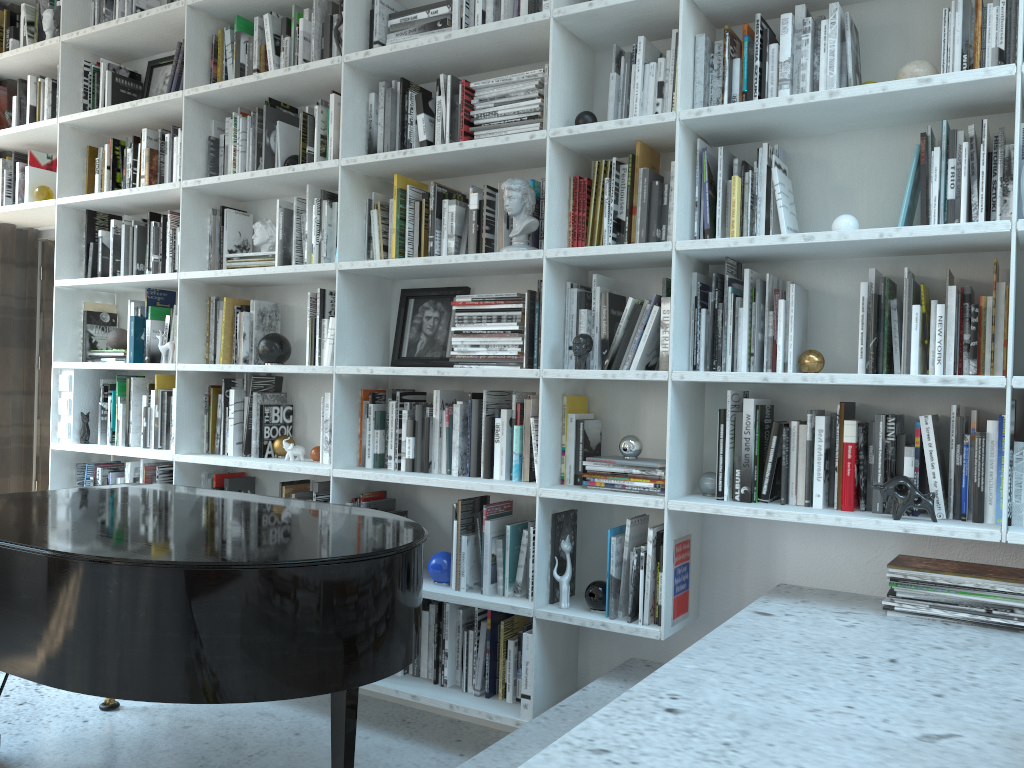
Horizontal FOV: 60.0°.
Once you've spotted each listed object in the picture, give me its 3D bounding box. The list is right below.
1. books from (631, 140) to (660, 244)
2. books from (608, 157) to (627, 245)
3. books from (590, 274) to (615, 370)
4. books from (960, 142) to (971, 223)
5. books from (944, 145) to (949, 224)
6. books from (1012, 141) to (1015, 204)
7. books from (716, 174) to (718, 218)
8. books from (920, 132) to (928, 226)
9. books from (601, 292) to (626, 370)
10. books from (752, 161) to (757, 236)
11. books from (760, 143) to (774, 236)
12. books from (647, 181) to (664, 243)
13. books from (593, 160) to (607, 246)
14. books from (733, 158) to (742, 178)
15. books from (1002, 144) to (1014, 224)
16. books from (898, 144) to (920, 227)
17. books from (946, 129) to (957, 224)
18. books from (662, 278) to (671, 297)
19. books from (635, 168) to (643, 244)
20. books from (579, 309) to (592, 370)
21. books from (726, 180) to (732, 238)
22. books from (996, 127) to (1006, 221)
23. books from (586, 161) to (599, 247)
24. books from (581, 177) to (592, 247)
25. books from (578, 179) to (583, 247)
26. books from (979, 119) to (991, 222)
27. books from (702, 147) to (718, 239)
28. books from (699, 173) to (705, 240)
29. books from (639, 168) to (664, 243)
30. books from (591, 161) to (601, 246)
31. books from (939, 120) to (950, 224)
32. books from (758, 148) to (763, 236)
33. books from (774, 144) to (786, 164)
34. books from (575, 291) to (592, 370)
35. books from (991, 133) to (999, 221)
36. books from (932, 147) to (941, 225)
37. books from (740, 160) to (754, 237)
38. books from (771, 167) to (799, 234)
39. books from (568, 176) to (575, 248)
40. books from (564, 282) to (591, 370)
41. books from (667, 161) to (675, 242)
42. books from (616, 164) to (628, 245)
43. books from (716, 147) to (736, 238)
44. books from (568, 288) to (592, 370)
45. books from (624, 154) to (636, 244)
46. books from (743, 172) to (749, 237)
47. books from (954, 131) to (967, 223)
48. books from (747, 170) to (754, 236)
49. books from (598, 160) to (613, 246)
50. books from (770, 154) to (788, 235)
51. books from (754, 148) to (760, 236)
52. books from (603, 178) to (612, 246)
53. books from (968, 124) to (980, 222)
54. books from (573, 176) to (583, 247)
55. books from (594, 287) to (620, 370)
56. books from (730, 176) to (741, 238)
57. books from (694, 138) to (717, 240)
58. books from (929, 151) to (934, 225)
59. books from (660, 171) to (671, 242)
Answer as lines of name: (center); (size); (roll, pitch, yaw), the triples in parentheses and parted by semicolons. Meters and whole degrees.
books: (0.419, -0.572, 2.779); (0.021, 0.337, 0.169); (2, 0, 31)
books: (0.350, -0.552, 2.814); (0.019, 0.294, 0.163); (2, 0, 31)
books: (0.292, -0.193, 2.854); (0.013, 0.307, 0.141); (2, 0, 31)
books: (1.186, -0.497, 2.314); (0.012, 0.224, 0.178); (2, 0, 31)
books: (1.160, -0.500, 2.354); (0.007, 0.230, 0.146); (2, 0, 31)
books: (1.285, -0.505, 2.260); (0.010, 0.245, 0.158); (2, 0, 31)
books: (0.640, -0.520, 2.663); (0.007, 0.244, 0.145); (2, 0, 31)
books: (1.110, -0.519, 2.372); (0.021, 0.264, 0.174); (2, 0, 31)
books: (0.327, -0.163, 2.844); (0.035, 0.248, 0.141); (2, 0, 31)
books: (0.732, -0.517, 2.601); (0.017, 0.243, 0.132); (2, 0, 31)
books: (0.754, -0.539, 2.584); (0.013, 0.287, 0.159); (2, 0, 31)
books: (0.467, -0.504, 2.734); (0.034, 0.204, 0.181); (2, 0, 31)
books: (0.306, -0.553, 2.837); (0.035, 0.293, 0.145); (2, 0, 31)
books: (0.680, -0.525, 2.632); (0.013, 0.256, 0.144); (2, 0, 31)
books: (1.275, -0.488, 2.276); (0.023, 0.212, 0.164); (2, 0, 31)
books: (1.081, -0.506, 2.397); (0.056, 0.241, 0.153); (2, 0, 31)
books: (1.164, -0.517, 2.335); (0.018, 0.263, 0.165); (2, 0, 31)
books: (0.492, -0.177, 2.741); (0.013, 0.286, 0.138); (2, 0, 31)
books: (0.435, -0.529, 2.773); (0.033, 0.253, 0.174); (2, 0, 31)
books: (0.265, -0.136, 2.851); (0.027, 0.192, 0.182); (2, 0, 31)
books: (0.665, -0.494, 2.635); (0.014, 0.192, 0.147); (2, 0, 31)
books: (1.253, -0.509, 2.271); (0.011, 0.252, 0.169); (2, 0, 31)
books: (0.286, -0.553, 2.853); (0.035, 0.293, 0.145); (2, 0, 31)
books: (0.273, -0.531, 2.892); (0.013, 0.247, 0.176); (2, 0, 31)
books: (0.254, -0.530, 2.889); (0.014, 0.244, 0.145); (2, 0, 31)
books: (1.219, -0.521, 2.287); (0.012, 0.273, 0.183); (2, 0, 31)
books: (0.612, -0.543, 2.657); (0.035, 0.288, 0.191); (2, 0, 31)
books: (0.598, -0.509, 2.677); (0.015, 0.220, 0.155); (2, 0, 31)
books: (0.443, -0.524, 2.740); (0.027, 0.242, 0.188); (2, 0, 31)
books: (0.302, -0.553, 2.856); (0.035, 0.293, 0.145); (2, 0, 31)
books: (1.152, -0.533, 2.358); (0.013, 0.295, 0.154); (2, 0, 31)
books: (0.746, -0.532, 2.589); (0.006, 0.273, 0.167); (2, 0, 31)
books: (0.786, -0.544, 2.614); (0.011, 0.300, 0.088); (2, 0, 31)
books: (0.252, -0.167, 2.882); (0.028, 0.253, 0.142); (2, 0, 31)
books: (1.251, -0.505, 2.293); (0.013, 0.245, 0.158); (2, 0, 31)
books: (1.132, -0.495, 2.351); (0.013, 0.219, 0.187); (2, 0, 31)
books: (0.702, -0.518, 2.614); (0.008, 0.242, 0.169); (2, 0, 31)
books: (0.788, -0.498, 2.542); (0.051, 0.210, 0.176); (2, 0, 31)
books: (0.226, -0.535, 2.905); (0.014, 0.254, 0.161); (2, 0, 31)
books: (0.217, -0.184, 2.908); (0.012, 0.285, 0.159); (2, 0, 31)
books: (0.518, -0.534, 2.721); (0.032, 0.266, 0.143); (2, 0, 31)
books: (0.378, -0.543, 2.824); (0.035, 0.278, 0.139); (2, 0, 31)
books: (0.642, -0.538, 2.621); (0.013, 0.279, 0.191); (2, 0, 31)
books: (0.232, -0.172, 2.899); (0.024, 0.263, 0.154); (2, 0, 31)
books: (0.398, -0.551, 2.769); (0.019, 0.293, 0.182); (2, 0, 31)
books: (0.711, -0.501, 2.609); (0.014, 0.209, 0.156); (2, 0, 31)
books: (1.179, -0.514, 2.327); (0.015, 0.259, 0.152); (2, 0, 31)
books: (0.716, -0.502, 2.597); (0.007, 0.212, 0.158); (2, 0, 31)
books: (0.324, -0.552, 2.843); (0.035, 0.293, 0.145); (2, 0, 31)
books: (0.777, -0.522, 2.580); (0.007, 0.254, 0.161); (2, 0, 31)
books: (0.738, -0.531, 2.587); (0.006, 0.270, 0.178); (2, 0, 31)
books: (0.336, -0.522, 2.826); (0.015, 0.232, 0.180); (2, 0, 31)
books: (1.211, -0.521, 2.317); (0.032, 0.274, 0.154); (2, 0, 31)
books: (0.240, -0.536, 2.899); (0.015, 0.255, 0.150); (2, 0, 31)
books: (0.306, -0.172, 2.855); (0.012, 0.266, 0.157); (2, 0, 31)
books: (0.677, -0.493, 2.598); (0.017, 0.192, 0.191); (2, 0, 31)
books: (0.583, -0.559, 2.670); (0.006, 0.319, 0.164); (2, 0, 31)
books: (1.124, -0.491, 2.356); (0.006, 0.210, 0.188); (2, 0, 31)
books: (0.500, -0.521, 2.738); (0.028, 0.239, 0.145); (2, 0, 31)
